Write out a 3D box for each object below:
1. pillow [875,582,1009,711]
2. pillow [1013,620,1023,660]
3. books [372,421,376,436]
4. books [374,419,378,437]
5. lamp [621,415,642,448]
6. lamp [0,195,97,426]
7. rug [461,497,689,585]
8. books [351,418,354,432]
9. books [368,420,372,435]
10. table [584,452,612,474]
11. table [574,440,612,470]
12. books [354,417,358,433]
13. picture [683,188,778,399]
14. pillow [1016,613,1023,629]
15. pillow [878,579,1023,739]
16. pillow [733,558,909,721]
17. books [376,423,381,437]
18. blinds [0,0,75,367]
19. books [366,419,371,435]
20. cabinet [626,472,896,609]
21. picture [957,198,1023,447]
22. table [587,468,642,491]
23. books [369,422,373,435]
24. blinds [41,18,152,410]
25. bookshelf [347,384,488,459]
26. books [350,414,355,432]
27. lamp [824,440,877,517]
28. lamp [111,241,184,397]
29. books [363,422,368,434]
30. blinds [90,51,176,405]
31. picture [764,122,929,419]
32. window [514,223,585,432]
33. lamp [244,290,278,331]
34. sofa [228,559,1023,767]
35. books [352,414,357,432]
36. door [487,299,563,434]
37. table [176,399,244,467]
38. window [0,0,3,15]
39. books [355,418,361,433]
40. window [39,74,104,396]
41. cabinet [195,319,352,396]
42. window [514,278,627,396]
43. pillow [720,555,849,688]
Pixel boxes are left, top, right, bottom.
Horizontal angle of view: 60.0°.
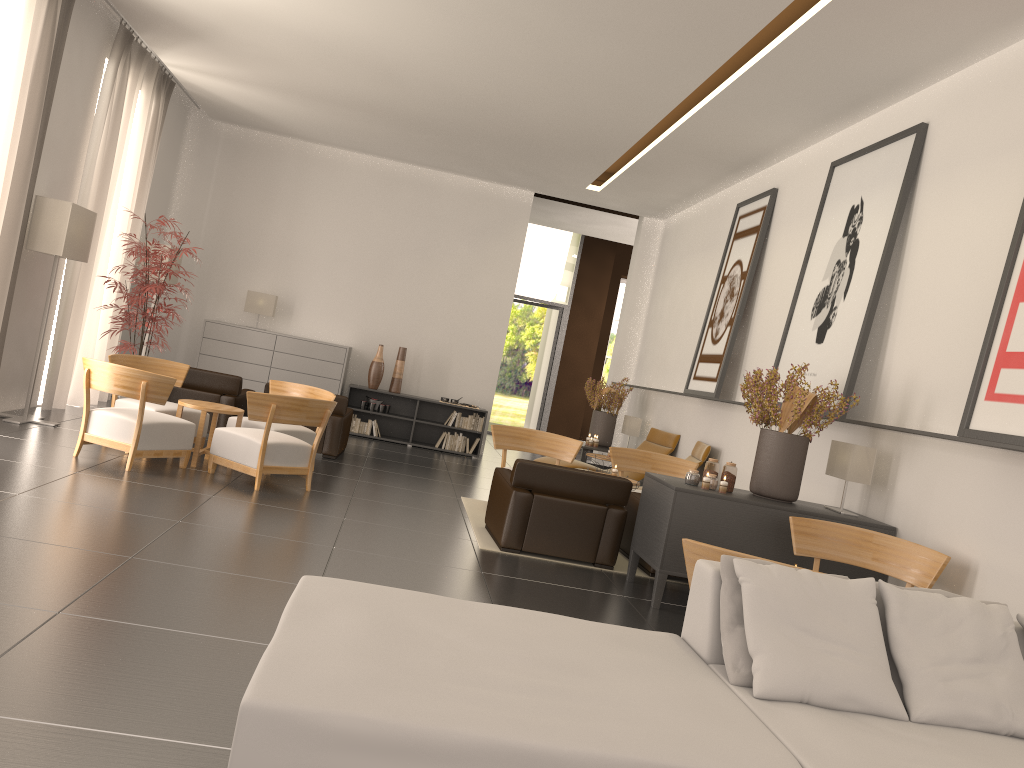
[{"bbox_3d":[2.397,1.464,4.789,0.918,0.591,0.558,11,0,-7],"label":"pillow"},{"bbox_3d":[3.240,1.669,4.912,0.918,0.510,0.616,11,0,-5],"label":"pillow"},{"bbox_3d":[-3.018,0.972,19.436,0.130,0.322,0.252,11,0,-7],"label":"books"},{"bbox_3d":[-2.980,0.963,19.449,0.138,0.354,0.236,11,0,-7],"label":"books"},{"bbox_3d":[2.503,1.068,18.808,0.257,0.756,0.514,11,0,-7],"label":"lamp"},{"bbox_3d":[-6.731,-1.036,12.816,0.907,3.179,1.000,11,0,-7],"label":"lamp"},{"bbox_3d":[1.373,2.184,12.107,3.998,0.010,3.559,11,1,-7],"label":"rug"},{"bbox_3d":[-3.483,0.890,19.398,0.017,0.302,0.215,11,0,-7],"label":"books"},{"bbox_3d":[-3.108,0.952,19.424,0.019,0.324,0.254,11,0,-7],"label":"books"},{"bbox_3d":[1.626,1.724,15.829,0.796,0.904,0.799,11,0,-29],"label":"table"},{"bbox_3d":[1.895,1.760,18.749,1.599,0.840,1.601,11,1,-7],"label":"table"},{"bbox_3d":[-3.411,0.896,19.396,0.039,0.318,0.236,11,0,-7],"label":"books"},{"bbox_3d":[3.653,-1.483,14.961,0.384,3.494,1.601,11,0,-7],"label":"picture"},{"bbox_3d":[3.194,1.610,4.757,0.797,0.580,0.625,11,0,-6],"label":"pillow"},{"bbox_3d":[2.354,1.439,4.646,0.801,0.595,0.596,11,0,-6],"label":"pillow"},{"bbox_3d":[1.562,1.283,4.548,0.801,0.598,0.585,11,0,-7],"label":"pillow"},{"bbox_3d":[-2.927,1.005,19.448,0.142,0.290,0.252,11,0,-7],"label":"books"},{"bbox_3d":[-6.610,-2.651,11.668,0.417,6.432,1.551,11,0,-11],"label":"blinds"},{"bbox_3d":[-3.149,0.941,19.453,0.054,0.329,0.187,11,0,-7],"label":"books"},{"bbox_3d":[2.618,1.842,9.568,2.399,1.240,1.121,11,0,-7],"label":"cabinet"},{"bbox_3d":[4.578,-1.178,7.135,0.384,3.494,1.601,11,0,-7],"label":"picture"},{"bbox_3d":[1.308,1.703,12.278,0.798,0.904,0.797,11,0,16],"label":"table"},{"bbox_3d":[-3.091,0.965,19.434,0.017,0.305,0.239,11,0,-7],"label":"books"},{"bbox_3d":[-6.991,-2.776,14.879,0.414,6.432,1.550,11,0,-3],"label":"blinds"},{"bbox_3d":[-2.174,0.826,19.718,3.079,1.079,0.740,11,0,-7],"label":"bookshelf"},{"bbox_3d":[-3.499,0.844,19.393,0.029,0.385,0.220,11,0,-7],"label":"books"},{"bbox_3d":[3.654,1.028,9.660,0.257,0.757,0.514,11,0,-7],"label":"lamp"},{"bbox_3d":[-7.342,-1.237,17.978,0.907,3.179,1.000,11,0,-7],"label":"lamp"},{"bbox_3d":[-3.212,0.969,19.456,0.054,0.249,0.167,11,0,-7],"label":"books"},{"bbox_3d":[-7.188,-2.841,16.560,0.417,6.432,1.551,11,0,-11],"label":"blinds"},{"bbox_3d":[4.102,-1.335,11.166,0.384,3.493,2.194,11,0,-7],"label":"picture"},{"bbox_3d":[-3.352,-2.709,26.602,10.304,7.382,0.100,11,0,-7],"label":"window"},{"bbox_3d":[-5.571,-1.611,19.576,0.618,0.796,0.309,11,0,-7],"label":"lamp"},{"bbox_3d":[1.820,1.807,2.462,5.523,1.205,5.607,11,1,-7],"label":"sofa"},{"bbox_3d":[-3.445,0.856,19.393,0.039,0.384,0.232,11,0,-7],"label":"books"},{"bbox_3d":[0.006,-0.474,27.355,2.378,4.269,0.100,11,0,8],"label":"door"},{"bbox_3d":[-4.187,0.686,12.138,0.870,0.803,0.869,11,0,16],"label":"table"},{"bbox_3d":[-7.124,-2.416,10.408,0.110,5.750,2.644,11,0,-7],"label":"window"},{"bbox_3d":[-3.365,0.908,19.398,0.054,0.311,0.244,11,0,-7],"label":"books"},{"bbox_3d":[-7.744,-2.621,15.657,0.110,5.750,2.644,11,0,-7],"label":"window"},{"bbox_3d":[-5.252,-0.185,19.458,3.079,1.876,1.040,11,0,-7],"label":"cabinet"},{"bbox_3d":[3.079,-3.211,21.346,99.074,20.583,48.648,11,1,-7],"label":"window"},{"bbox_3d":[1.544,1.299,4.688,0.918,0.577,0.549,11,0,-7],"label":"pillow"}]
